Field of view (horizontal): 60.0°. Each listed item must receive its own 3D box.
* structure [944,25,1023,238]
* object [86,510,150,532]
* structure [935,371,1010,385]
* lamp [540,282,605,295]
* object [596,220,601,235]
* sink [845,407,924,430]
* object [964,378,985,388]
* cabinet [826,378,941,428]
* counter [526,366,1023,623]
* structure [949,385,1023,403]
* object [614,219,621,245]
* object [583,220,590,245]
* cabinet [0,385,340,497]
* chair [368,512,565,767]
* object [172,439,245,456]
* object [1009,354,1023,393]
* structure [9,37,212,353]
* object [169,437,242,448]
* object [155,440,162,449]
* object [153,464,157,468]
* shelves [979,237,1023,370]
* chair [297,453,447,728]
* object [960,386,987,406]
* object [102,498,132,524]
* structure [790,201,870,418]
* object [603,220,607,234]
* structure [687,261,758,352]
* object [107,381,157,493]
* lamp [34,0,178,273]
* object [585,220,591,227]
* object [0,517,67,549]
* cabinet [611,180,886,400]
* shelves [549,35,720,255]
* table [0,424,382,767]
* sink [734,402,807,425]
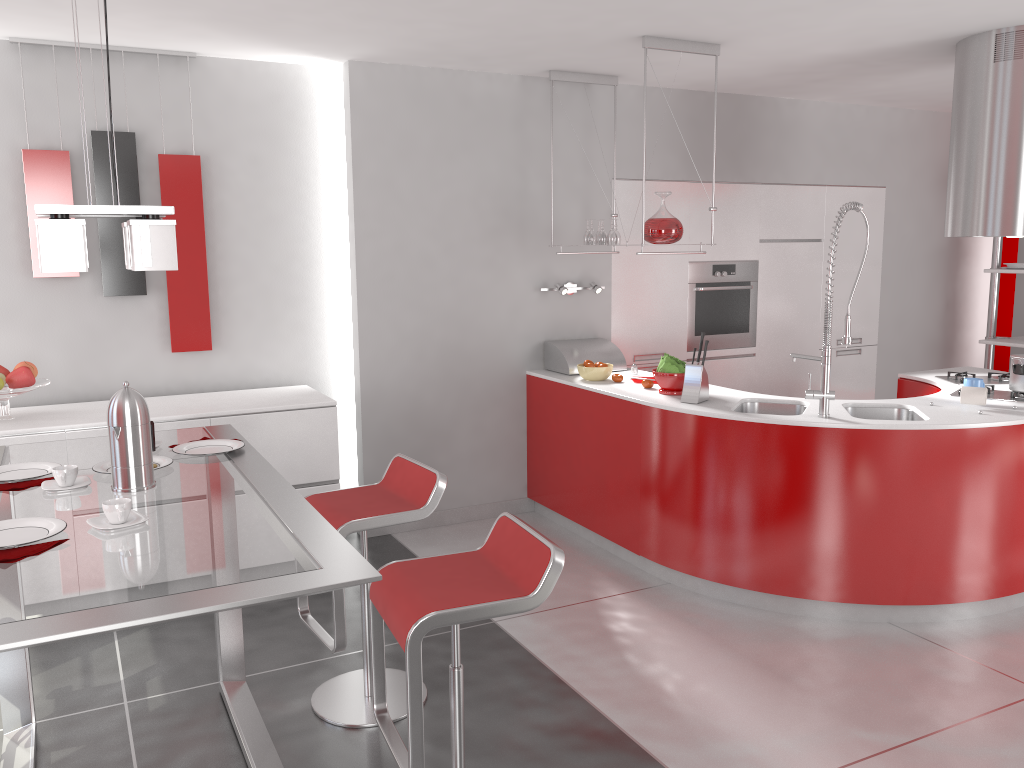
[{"bbox_3d":[2.518,-1.207,4.373,0.644,0.958,0.644,4,10,29],"label":"structure"},{"bbox_3d":[-0.906,0.318,2.042,0.119,0.016,0.119,8,12,43],"label":"object"},{"bbox_3d":[2.586,-0.037,4.814,0.457,0.037,0.303,0,9,3],"label":"structure"},{"bbox_3d":[0.387,-0.576,5.366,0.454,0.081,0.155,-5,10,-26],"label":"lamp"},{"bbox_3d":[0.509,-0.880,5.159,0.060,0.141,0.060,-5,10,-26],"label":"object"},{"bbox_3d":[1.666,0.227,3.987,0.326,0.172,0.428,1,9,12],"label":"sink"},{"bbox_3d":[2.142,0.024,4.117,0.080,0.100,0.109,6,11,36],"label":"object"},{"bbox_3d":[1.356,0.388,4.937,1.875,0.761,1.025,2,9,18],"label":"cabinet"},{"bbox_3d":[1.441,0.459,4.685,2.865,0.880,1.868,1,9,7],"label":"counter"},{"bbox_3d":[2.407,0.042,4.317,0.457,0.037,0.303,6,11,38],"label":"structure"},{"bbox_3d":[0.585,-0.855,4.995,0.060,0.141,0.060,-5,10,-26],"label":"object"},{"bbox_3d":[0.430,-0.857,5.017,0.060,0.141,0.060,7,11,39],"label":"object"},{"bbox_3d":[-1.802,0.549,4.310,1.802,0.880,0.610,-5,10,-26],"label":"cabinet"},{"bbox_3d":[-0.133,0.832,2.450,0.460,0.857,0.418,-4,9,-22],"label":"chair"},{"bbox_3d":[-0.950,0.203,2.780,0.217,0.015,0.217,1,9,9],"label":"object"},{"bbox_3d":[2.482,-0.058,4.237,0.189,0.185,0.218,4,10,25],"label":"object"},{"bbox_3d":[-1.948,-0.890,4.391,0.820,1.503,0.040,-5,10,-26],"label":"structure"},{"bbox_3d":[-1.006,0.187,2.904,0.234,0.012,0.095,-5,10,-26],"label":"object"},{"bbox_3d":[-1.180,0.200,2.822,0.119,0.016,0.119,-2,9,-7],"label":"object"},{"bbox_3d":[-1.046,0.238,2.571,0.034,0.006,0.036,-5,10,-27],"label":"object"},{"bbox_3d":[3.953,-0.615,5.842,0.535,2.599,1.735,-5,10,-26],"label":"shelves"},{"bbox_3d":[-0.507,0.722,3.190,0.460,0.857,0.418,-6,10,-31],"label":"chair"},{"bbox_3d":[2.086,0.051,4.002,0.100,0.080,0.109,5,10,33],"label":"object"},{"bbox_3d":[-0.906,0.295,2.031,0.062,0.049,0.078,-1,9,-4],"label":"object"},{"bbox_3d":[1.376,-0.321,3.841,0.308,0.920,0.178,2,9,16],"label":"structure"},{"bbox_3d":[0.519,-0.866,5.071,0.060,0.141,0.060,-5,10,-26],"label":"object"},{"bbox_3d":[1.435,-0.528,5.984,0.599,0.589,0.050,-5,10,-26],"label":"structure"},{"bbox_3d":[-1.016,0.131,2.361,0.113,0.287,0.149,-4,9,-19],"label":"object"},{"bbox_3d":[-1.026,-0.794,2.166,0.304,1.025,0.304,-5,10,-26],"label":"lamp"},{"bbox_3d":[0.438,-0.872,5.112,0.060,0.141,0.060,-5,10,-26],"label":"object"},{"bbox_3d":[-1.101,0.333,1.954,0.217,0.015,0.217,-1,9,-3],"label":"object"},{"bbox_3d":[1.561,-0.392,6.428,2.398,2.026,0.614,-5,10,-26],"label":"cabinet"},{"bbox_3d":[0.624,-1.213,4.757,0.462,1.023,0.934,-5,10,-26],"label":"shelves"},{"bbox_3d":[-0.987,0.782,2.360,0.800,1.000,1.700,-5,10,-26],"label":"table"},{"bbox_3d":[1.203,0.208,4.137,0.326,0.172,0.428,3,10,24],"label":"sink"}]
